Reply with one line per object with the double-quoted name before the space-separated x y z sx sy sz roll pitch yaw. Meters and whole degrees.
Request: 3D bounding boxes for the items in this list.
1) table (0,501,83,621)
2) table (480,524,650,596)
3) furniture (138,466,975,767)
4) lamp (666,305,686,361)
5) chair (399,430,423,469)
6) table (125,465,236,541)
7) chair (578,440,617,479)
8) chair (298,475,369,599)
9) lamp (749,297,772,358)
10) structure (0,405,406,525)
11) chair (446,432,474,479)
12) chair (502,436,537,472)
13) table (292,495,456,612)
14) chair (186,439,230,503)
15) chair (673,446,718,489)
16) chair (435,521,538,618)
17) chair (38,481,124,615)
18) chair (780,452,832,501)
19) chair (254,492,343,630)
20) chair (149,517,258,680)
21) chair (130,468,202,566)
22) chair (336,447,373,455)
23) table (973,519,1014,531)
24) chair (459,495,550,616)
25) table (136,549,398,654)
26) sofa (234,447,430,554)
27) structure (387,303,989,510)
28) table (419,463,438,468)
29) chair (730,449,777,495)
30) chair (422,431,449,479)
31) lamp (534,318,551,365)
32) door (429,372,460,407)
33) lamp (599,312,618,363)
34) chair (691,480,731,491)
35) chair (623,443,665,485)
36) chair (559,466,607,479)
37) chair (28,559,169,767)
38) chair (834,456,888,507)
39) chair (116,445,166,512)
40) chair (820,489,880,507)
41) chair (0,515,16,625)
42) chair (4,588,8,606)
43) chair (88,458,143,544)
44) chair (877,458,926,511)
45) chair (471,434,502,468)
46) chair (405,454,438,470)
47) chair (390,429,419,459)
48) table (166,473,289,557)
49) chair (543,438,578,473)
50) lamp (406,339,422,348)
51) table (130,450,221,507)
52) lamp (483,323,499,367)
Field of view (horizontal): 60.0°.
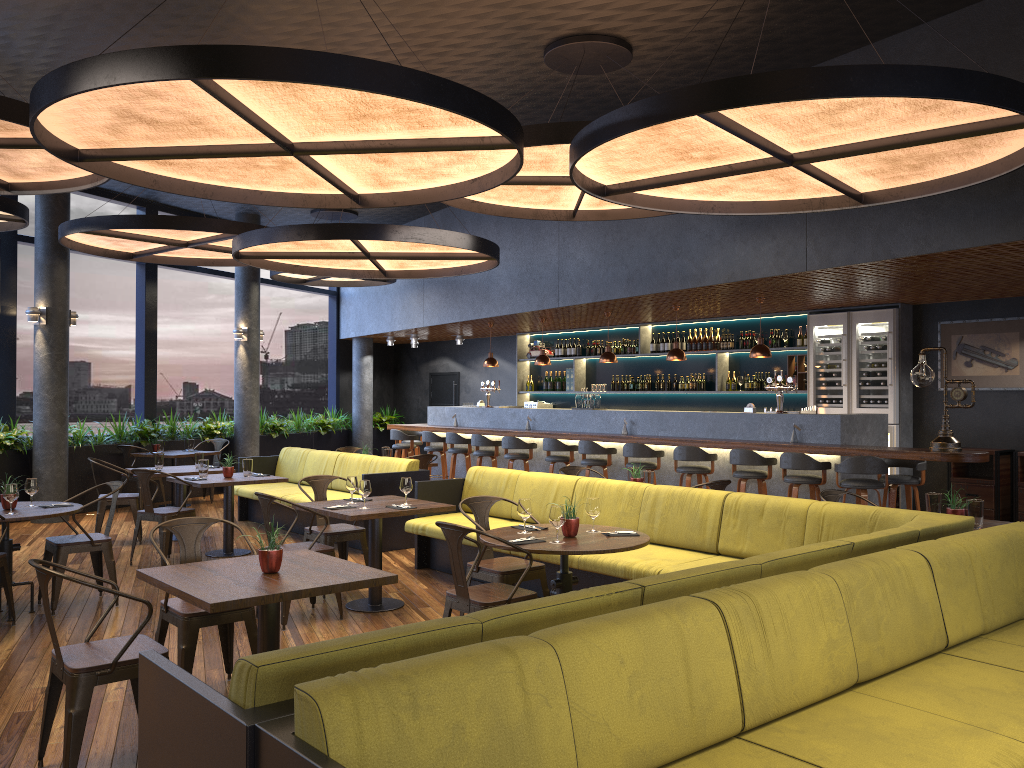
"table" -3.651 1.287 6.388 1.007 0.760 1.007 0 -1 37
"table" 0.311 1.283 5.272 1.007 0.760 1.007 0 -1 -3
"furniture" 0.595 1.197 4.358 7.462 0.914 4.895 -1 -1 45
"lamp" 2.032 -0.630 10.961 0.250 0.673 0.250 0 -1 -8
"chair" -1.707 1.254 15.128 0.483 1.048 0.438 0 -1 -12
"table" -3.699 1.329 9.878 0.906 0.763 0.887 1 -1 -40
"chair" 1.034 1.210 10.914 0.438 1.048 0.483 0 -1 -12
"chair" -1.471 1.224 7.275 0.504 0.917 0.541 1 -1 -40
"lamp" 2.814 -0.639 10.039 0.250 0.673 0.250 0 -1 -8
"structure" -5.698 1.028 12.224 0.808 1.413 17.112 0 -1 25
"chair" -0.743 1.232 13.095 0.483 1.048 0.438 0 -1 21
"chair" 0.080 1.220 11.944 0.438 1.048 0.483 0 -1 -21
"table" -1.055 1.298 6.744 0.906 0.763 0.887 1 -1 -40
"chair" -4.524 1.290 13.269 0.504 0.917 0.541 0 -1 15
"chair" 2.014 1.199 9.854 0.438 1.048 0.483 0 -1 -26
"chair" -0.142 1.198 4.884 0.541 0.917 0.504 1 -1 -40
"chair" -3.250 1.213 6.734 0.541 0.917 0.504 1 -1 -40
"chair" 2.872 1.188 8.749 0.438 1.048 0.483 0 -1 -12
"chair" -1.543 1.212 6.296 0.541 0.917 0.504 1 -1 -40
"chair" -1.627 1.192 4.696 0.504 0.917 0.541 1 -1 -40
"chair" -3.268 1.232 8.316 0.504 0.917 0.541 0 -1 27
"chair" -1.969 1.272 11.311 0.504 0.917 0.541 1 -1 -40
"table" 2.852 1.295 5.738 0.887 0.763 0.906 1 -1 -40
"chair" -0.064 1.209 5.763 0.504 0.917 0.541 1 -1 -40
"table" -1.161 1.266 4.167 0.887 0.763 0.906 1 -1 -40
"sofa" -2.229 1.262 10.239 0.966 0.914 3.061 1 -1 -40
"structure" 1.970 0.401 12.003 2.700 2.700 9.298 1 -1 -40
"table" -1.535 1.347 10.859 0.906 0.763 0.887 1 -1 -40
"chair" 2.520 1.193 9.266 0.483 1.048 0.438 0 -1 21
"chair" -1.139 1.237 13.542 0.483 1.048 0.438 0 -1 21
"lamp" 0.445 -0.611 12.830 0.250 0.673 0.250 0 -1 -8
"door" -1.367 0.788 18.028 0.137 2.056 1.012 1 -1 -40
"lamp" 1.285 -0.621 11.840 0.250 0.673 0.250 0 -1 -8
"chair" 1.525 1.232 7.335 0.504 0.917 0.541 1 -1 -40
"chair" 1.540 1.205 10.379 0.483 1.048 0.438 0 -1 10
"chair" 0.719 1.242 8.284 0.504 0.917 0.541 1 -1 -40
"chair" -1.739 1.180 3.751 0.541 0.917 0.504 1 -1 -40
"chair" 3.261 1.184 8.306 0.483 1.048 0.438 0 -1 41
"chair" -5.061 1.273 12.053 0.504 0.917 0.541 0 -1 24
"chair" 2.454 1.221 6.218 0.504 0.917 0.541 1 -1 -40
"chair" -3.643 1.201 5.864 0.504 0.917 0.541 0 -1 -1
"chair" -4.124 1.210 6.638 0.541 0.917 0.504 0 -1 31
"chair" -4.259 1.244 9.519 0.541 0.917 0.504 0 -1 -22
"chair" 3.810 1.190 8.722 0.483 1.048 0.438 0 -1 21
"chair" -0.359 1.226 12.524 0.438 1.048 0.483 0 -1 -12
"chair" -1.151 1.262 10.347 0.504 0.917 0.541 1 -1 -40
"chair" -1.705 1.242 14.141 0.483 1.048 0.438 0 -1 21
"table" -2.859 1.319 8.891 0.887 0.763 0.906 1 -1 -40
"chair" 0.634 1.216 11.470 0.483 1.048 0.438 0 -1 21
"lamp" -1.959 -0.817 17.791 0.228 0.172 0.228 1 -1 -40
"table" -4.833 1.361 12.674 0.887 0.763 0.906 0 -1 24
"lamp" -0.327 -0.601 13.739 0.250 0.673 0.250 0 -1 37
